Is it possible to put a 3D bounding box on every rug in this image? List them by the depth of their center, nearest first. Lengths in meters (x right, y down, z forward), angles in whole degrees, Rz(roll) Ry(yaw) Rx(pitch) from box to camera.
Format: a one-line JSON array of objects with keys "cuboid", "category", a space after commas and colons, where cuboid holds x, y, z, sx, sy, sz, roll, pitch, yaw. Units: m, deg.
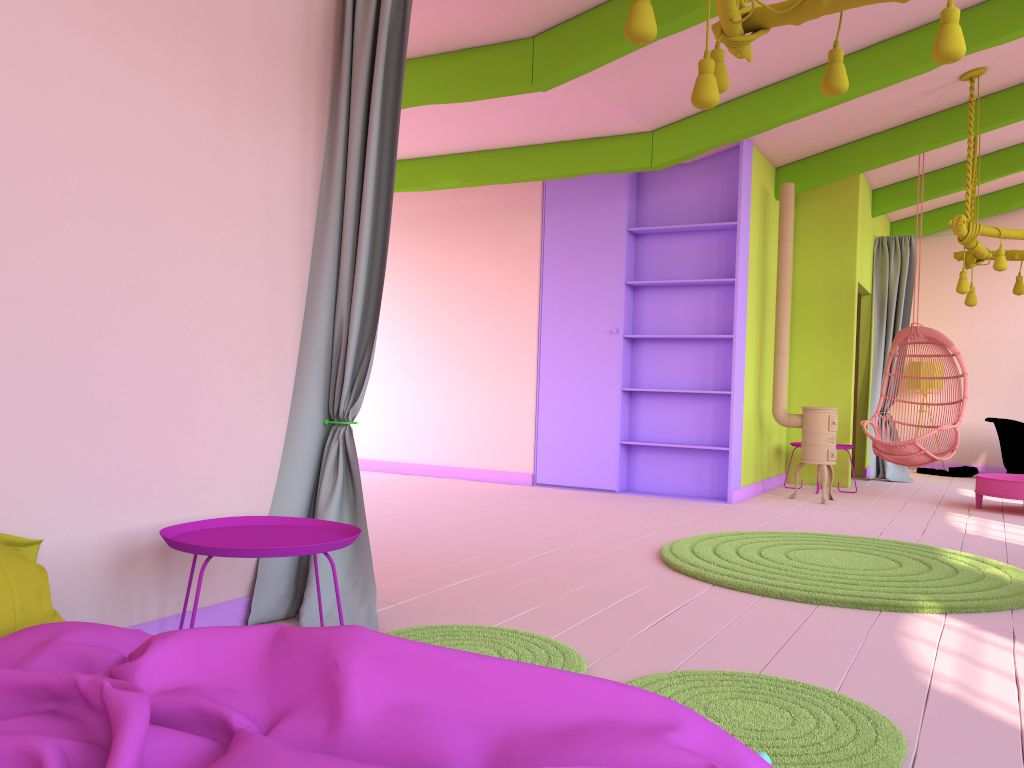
[{"cuboid": [0.661, 0.940, 2.482, 0.792, 0.021, 0.792, 2, 0, 11], "category": "rug"}, {"cuboid": [-0.161, 0.913, 2.928, 0.792, 0.021, 0.792, 2, 0, -34], "category": "rug"}, {"cuboid": [1.769, 0.971, 4.773, 1.888, 0.050, 1.889, 2, 0, 16], "category": "rug"}]

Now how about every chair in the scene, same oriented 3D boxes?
[{"cuboid": [3.765, -0.789, 8.266, 0.806, 3.130, 0.860, 1, 1, -42], "category": "chair"}]

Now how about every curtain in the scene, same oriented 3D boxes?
[{"cuboid": [-0.664, -0.485, 3.458, 0.518, 2.786, 0.525, 2, 1, 9], "category": "curtain"}, {"cuboid": [4.259, -0.320, 9.998, 0.518, 2.786, 0.525, 2, 1, 9], "category": "curtain"}]

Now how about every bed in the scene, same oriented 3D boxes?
[{"cuboid": [-0.587, 0.656, 0.874, 2.802, 0.514, 3.577, 2, 0, 28], "category": "bed"}]

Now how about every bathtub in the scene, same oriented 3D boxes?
[{"cuboid": [6.398, 0.789, 10.017, 1.889, 0.740, 0.826, 2, 0, 29], "category": "bathtub"}]

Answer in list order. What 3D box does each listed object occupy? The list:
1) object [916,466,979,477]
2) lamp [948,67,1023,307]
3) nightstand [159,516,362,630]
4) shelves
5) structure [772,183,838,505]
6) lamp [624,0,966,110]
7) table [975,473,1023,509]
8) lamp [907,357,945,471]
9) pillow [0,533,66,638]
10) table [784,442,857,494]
[{"cuboid": [4.716, 0.309, 7.541, 2.826, 1.580, 7.865, 2, 0, 29], "category": "object"}, {"cuboid": [4.356, -1.785, 7.510, 1.610, 2.265, 1.775, 2, 0, 10], "category": "lamp"}, {"cuboid": [-0.772, 0.674, 2.730, 0.596, 0.458, 0.596, 2, 0, -24], "category": "nightstand"}, {"cuboid": [1.120, -0.559, 7.905, 1.841, 3.104, 0.384, 2, 1, 29], "category": "shelves"}, {"cuboid": [2.674, -0.376, 7.901, 0.403, 2.814, 0.577, 1, 1, -44], "category": "structure"}, {"cuboid": [1.065, -2.101, 2.993, 1.610, 2.265, 1.775, 2, 0, 10], "category": "lamp"}, {"cuboid": [4.410, 0.944, 7.499, 0.885, 0.285, 0.885, 2, 0, -36], "category": "table"}, {"cuboid": [5.249, 0.372, 11.359, 0.476, 1.467, 0.491, 2, 1, -31], "category": "lamp"}, {"cuboid": [-1.660, 0.457, 1.166, 0.848, 0.822, 2.617, 2, 0, 18], "category": "pillow"}, {"cuboid": [3.015, 0.812, 8.660, 0.596, 0.458, 0.596, 2, 0, -24], "category": "table"}]
